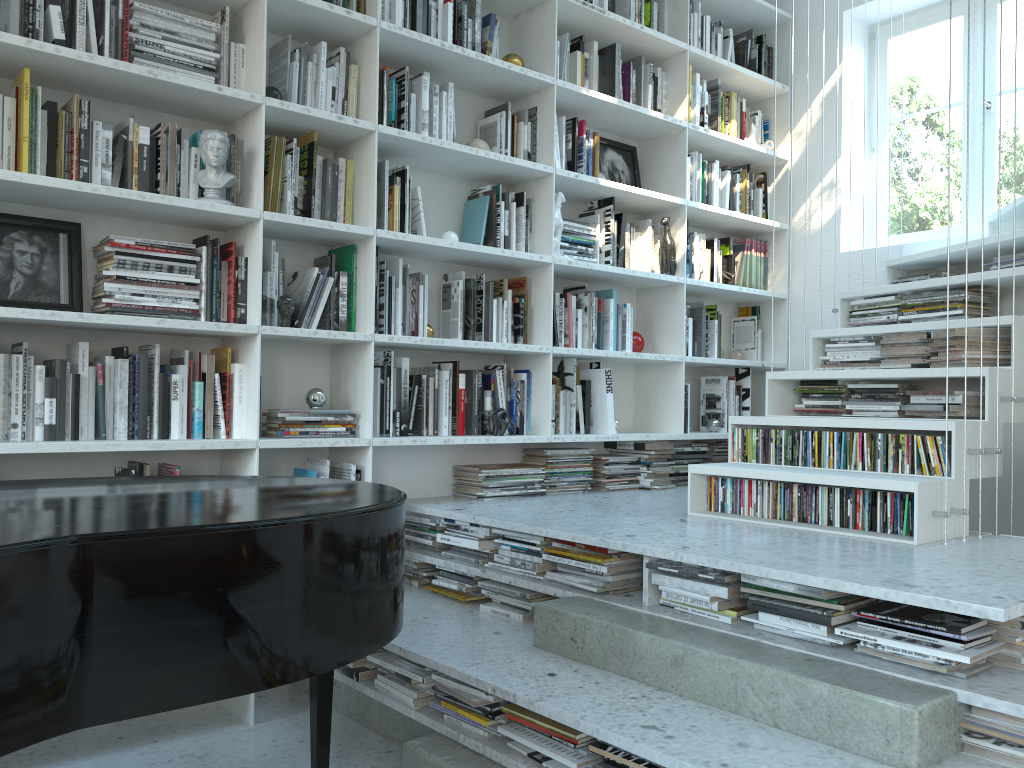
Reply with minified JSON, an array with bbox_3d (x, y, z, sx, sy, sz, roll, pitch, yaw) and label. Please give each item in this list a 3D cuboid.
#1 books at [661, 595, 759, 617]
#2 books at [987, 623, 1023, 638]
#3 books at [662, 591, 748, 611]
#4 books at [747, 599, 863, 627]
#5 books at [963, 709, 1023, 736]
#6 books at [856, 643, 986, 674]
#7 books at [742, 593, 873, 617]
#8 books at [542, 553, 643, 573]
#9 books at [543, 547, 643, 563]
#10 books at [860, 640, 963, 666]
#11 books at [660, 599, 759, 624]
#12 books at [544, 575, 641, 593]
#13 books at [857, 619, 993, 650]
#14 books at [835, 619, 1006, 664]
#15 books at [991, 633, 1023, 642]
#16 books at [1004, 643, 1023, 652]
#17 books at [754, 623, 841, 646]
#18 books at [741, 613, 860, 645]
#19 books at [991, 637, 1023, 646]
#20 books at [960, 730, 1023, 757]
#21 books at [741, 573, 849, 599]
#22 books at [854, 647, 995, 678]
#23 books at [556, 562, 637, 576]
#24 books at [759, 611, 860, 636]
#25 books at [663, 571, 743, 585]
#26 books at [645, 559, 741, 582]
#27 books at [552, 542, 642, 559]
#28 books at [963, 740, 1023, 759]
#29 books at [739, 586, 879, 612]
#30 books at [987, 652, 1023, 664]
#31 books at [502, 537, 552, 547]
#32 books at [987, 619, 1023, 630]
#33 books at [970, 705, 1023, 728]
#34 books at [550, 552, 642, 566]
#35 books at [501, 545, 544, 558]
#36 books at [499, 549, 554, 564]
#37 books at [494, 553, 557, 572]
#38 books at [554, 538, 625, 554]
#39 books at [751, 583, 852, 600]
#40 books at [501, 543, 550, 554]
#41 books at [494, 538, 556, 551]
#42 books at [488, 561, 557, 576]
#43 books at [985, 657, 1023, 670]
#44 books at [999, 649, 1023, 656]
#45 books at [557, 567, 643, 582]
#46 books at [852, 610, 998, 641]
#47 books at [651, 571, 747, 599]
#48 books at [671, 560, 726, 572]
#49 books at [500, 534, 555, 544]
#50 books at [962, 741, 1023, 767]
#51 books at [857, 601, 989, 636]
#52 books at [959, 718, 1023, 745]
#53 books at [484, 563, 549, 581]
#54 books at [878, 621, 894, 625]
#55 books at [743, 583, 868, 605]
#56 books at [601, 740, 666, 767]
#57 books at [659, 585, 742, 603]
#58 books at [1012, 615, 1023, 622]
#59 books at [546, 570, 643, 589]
[{"bbox_3d":[0.553,0.602,2.442,0.136,0.013,0.258,2,-2,-39],"label":"books"},{"bbox_3d":[1.161,0.545,2.034,0.230,0.015,0.190,2,-2,-34],"label":"books"},{"bbox_3d":[0.539,0.583,2.431,0.167,0.024,0.192,2,-2,-38],"label":"books"},{"bbox_3d":[0.732,0.553,2.193,0.177,0.026,0.230,2,-2,-39],"label":"books"},{"bbox_3d":[1.058,0.679,1.834,0.257,0.010,0.132,2,-2,-35],"label":"books"},{"bbox_3d":[0.910,0.601,1.982,0.161,0.014,0.212,2,-2,-35],"label":"books"},{"bbox_3d":[0.728,0.535,2.191,0.187,0.009,0.250,2,-2,-39],"label":"books"},{"bbox_3d":[0.257,0.549,2.764,0.179,0.017,0.293,2,-2,-38],"label":"books"},{"bbox_3d":[0.255,0.524,2.762,0.187,0.009,0.261,2,-2,-40],"label":"books"},{"bbox_3d":[0.915,0.587,1.986,0.152,0.015,0.208,2,-2,-42],"label":"books"},{"bbox_3d":[0.545,0.616,2.436,0.132,0.016,0.262,2,-2,-34],"label":"books"},{"bbox_3d":[0.250,0.612,2.759,0.182,0.011,0.253,2,-2,-35],"label":"books"},{"bbox_3d":[0.924,0.555,1.993,0.137,0.012,0.242,2,-2,-38],"label":"books"},{"bbox_3d":[0.905,0.567,1.978,0.185,0.014,0.297,2,-2,-40],"label":"books"},{"bbox_3d":[1.147,0.557,2.051,0.260,0.009,0.153,2,-2,-36],"label":"books"},{"bbox_3d":[1.155,0.580,2.040,0.215,0.013,0.189,2,-2,-40],"label":"books"},{"bbox_3d":[0.737,0.611,2.198,0.142,0.020,0.230,2,-2,-34],"label":"books"},{"bbox_3d":[0.734,0.598,2.195,0.154,0.007,0.292,2,-2,-36],"label":"books"},{"bbox_3d":[1.149,0.568,2.048,0.210,0.012,0.168,2,-2,-38],"label":"books"},{"bbox_3d":[1.064,0.716,1.826,0.285,0.008,0.159,2,-2,-41],"label":"books"},{"bbox_3d":[0.720,0.486,2.184,0.189,0.022,0.237,2,-2,-34],"label":"books"},{"bbox_3d":[0.922,0.613,1.992,0.144,0.009,0.249,2,-2,-39],"label":"books"},{"bbox_3d":[0.264,0.567,2.770,0.159,0.018,0.203,2,-2,-41],"label":"books"},{"bbox_3d":[0.738,0.580,2.199,0.155,0.028,0.189,2,-2,-38],"label":"books"},{"bbox_3d":[0.544,0.518,2.434,0.145,0.017,0.208,2,-2,-44],"label":"books"},{"bbox_3d":[0.526,0.502,2.420,0.192,0.014,0.256,2,-2,-43],"label":"books"},{"bbox_3d":[0.275,0.514,2.779,0.128,0.013,0.296,2,-2,-41],"label":"books"},{"bbox_3d":[1.064,0.724,1.826,0.264,0.006,0.164,2,-2,-38],"label":"books"},{"bbox_3d":[0.730,0.519,2.192,0.168,0.013,0.281,2,-2,-42],"label":"books"},{"bbox_3d":[1.143,0.605,2.054,0.227,0.013,0.148,2,-2,-41],"label":"books"},{"bbox_3d":[0.084,0.526,2.994,0.160,0.010,0.179,2,-2,-39],"label":"books"},{"bbox_3d":[1.145,0.528,2.054,0.221,0.018,0.154,2,-2,-38],"label":"books"},{"bbox_3d":[1.067,0.661,1.823,0.234,0.025,0.157,2,-2,-44],"label":"books"},{"bbox_3d":[0.260,0.535,2.766,0.161,0.012,0.254,2,-2,-35],"label":"books"},{"bbox_3d":[0.087,0.558,2.997,0.150,0.013,0.215,2,-2,-39],"label":"books"},{"bbox_3d":[0.084,0.574,2.994,0.154,0.018,0.221,2,-2,-40],"label":"books"},{"bbox_3d":[0.075,0.594,2.987,0.164,0.023,0.242,2,-2,-35],"label":"books"},{"bbox_3d":[0.267,0.493,2.772,0.139,0.028,0.261,2,-2,-34],"label":"books"},{"bbox_3d":[0.731,0.501,2.193,0.170,0.008,0.208,2,-2,-36],"label":"books"},{"bbox_3d":[0.085,0.545,2.995,0.144,0.013,0.220,2,-2,-36],"label":"books"},{"bbox_3d":[0.079,0.534,2.990,0.167,0.008,0.234,2,-2,-40],"label":"books"},{"bbox_3d":[0.068,0.611,2.981,0.190,0.012,0.235,2,-2,-41],"label":"books"},{"bbox_3d":[1.152,0.618,2.043,0.216,0.015,0.177,2,-2,-41],"label":"books"},{"bbox_3d":[1.140,0.592,2.058,0.207,0.012,0.131,2,-2,-43],"label":"books"},{"bbox_3d":[0.273,0.584,2.777,0.138,0.017,0.237,2,-2,-40],"label":"books"},{"bbox_3d":[0.921,0.533,1.991,0.132,0.009,0.269,2,-2,-35],"label":"books"},{"bbox_3d":[0.535,0.541,2.428,0.174,0.029,0.250,2,-2,-41],"label":"books"},{"bbox_3d":[0.549,0.489,2.439,0.134,0.014,0.181,2,-2,-34],"label":"books"},{"bbox_3d":[0.084,0.514,2.994,0.149,0.013,0.220,2,-2,-36],"label":"books"},{"bbox_3d":[1.076,0.738,1.810,0.262,0.023,0.200,2,-2,-41],"label":"books"},{"bbox_3d":[0.919,0.522,1.989,0.149,0.014,0.228,2,-2,-41],"label":"books"},{"bbox_3d":[1.066,0.690,1.824,0.292,0.012,0.159,2,-2,-36],"label":"books"},{"bbox_3d":[0.071,0.623,2.984,0.183,0.012,0.296,2,-2,-40],"label":"books"},{"bbox_3d":[0.941,0.544,2.007,0.091,0.011,0.190,2,-2,-41],"label":"books"},{"bbox_3d":[0.731,0.509,2.193,0.171,0.007,0.260,2,-2,-41],"label":"books"},{"bbox_3d":[0.331,0.779,1.904,0.160,0.008,0.239,2,-2,-38],"label":"books"},{"bbox_3d":[0.531,0.563,2.424,0.178,0.015,0.187,2,-2,-34],"label":"books"},{"bbox_3d":[1.150,0.515,2.048,0.228,0.009,0.159,2,-2,-43],"label":"books"},{"bbox_3d":[0.255,0.599,2.763,0.178,0.014,0.247,2,-2,-41],"label":"books"}]
